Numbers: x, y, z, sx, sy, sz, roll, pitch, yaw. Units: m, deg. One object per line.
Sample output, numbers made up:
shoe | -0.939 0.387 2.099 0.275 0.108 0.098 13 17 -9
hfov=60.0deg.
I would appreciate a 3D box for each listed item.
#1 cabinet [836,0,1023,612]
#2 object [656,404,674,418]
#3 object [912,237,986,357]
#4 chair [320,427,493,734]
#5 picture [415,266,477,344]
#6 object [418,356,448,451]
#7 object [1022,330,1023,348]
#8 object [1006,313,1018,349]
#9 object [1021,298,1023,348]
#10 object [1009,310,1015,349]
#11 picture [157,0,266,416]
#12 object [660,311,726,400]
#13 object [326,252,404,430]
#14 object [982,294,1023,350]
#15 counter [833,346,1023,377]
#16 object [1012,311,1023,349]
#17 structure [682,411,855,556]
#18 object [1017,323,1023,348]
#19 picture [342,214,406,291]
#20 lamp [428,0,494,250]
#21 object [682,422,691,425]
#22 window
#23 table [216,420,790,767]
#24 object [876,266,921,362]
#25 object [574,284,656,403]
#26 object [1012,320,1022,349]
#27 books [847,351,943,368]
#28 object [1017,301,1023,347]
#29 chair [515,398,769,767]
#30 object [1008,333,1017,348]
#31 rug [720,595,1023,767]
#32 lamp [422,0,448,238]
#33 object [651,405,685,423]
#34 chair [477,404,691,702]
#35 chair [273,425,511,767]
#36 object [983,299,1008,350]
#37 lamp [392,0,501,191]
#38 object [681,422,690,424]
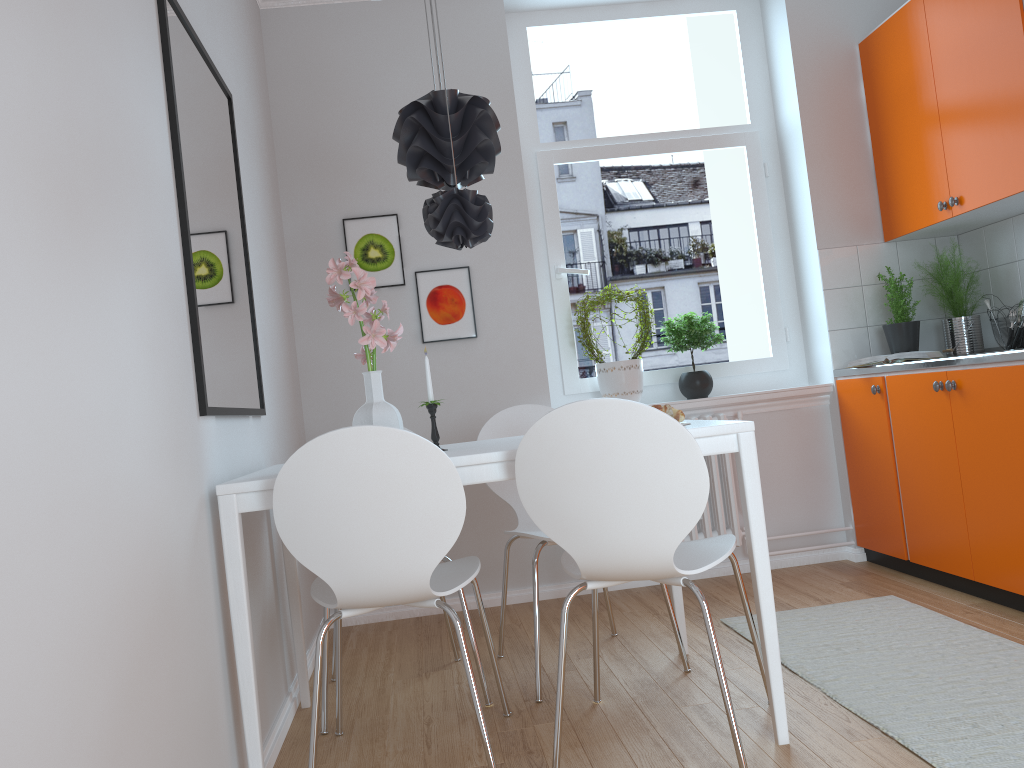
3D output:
cabinet | 1.893 -0.462 2.486 0.700 2.350 3.125 -6 -2 -6
object | 0.383 0.085 2.320 0.075 0.059 0.060 -7 -2 16
object | 1.919 -0.380 3.839 0.281 0.512 0.327 -6 -2 -10
chair | -0.412 0.559 2.903 0.502 0.871 0.648 -6 -2 -11
picture | -0.295 -0.354 3.959 0.244 0.322 0.017 -6 -2 -5
object | -0.226 0.039 2.456 0.080 0.298 0.078 -8 -2 35
object | 2.056 -0.230 3.542 0.020 0.166 0.055 -5 -2 -29
object | 2.048 -0.217 3.629 0.108 0.146 0.019 -6 -2 -24
object | 2.090 -0.251 3.630 0.054 0.203 0.026 -6 -2 -22
object | 2.057 -0.226 3.648 0.069 0.163 0.021 -5 -3 -36
picture | -0.820 -0.434 2.476 0.017 1.053 0.802 -6 -2 -6
object | 0.833 -0.135 4.095 0.314 0.407 0.268 -8 -3 45
object | -0.402 -0.081 2.480 0.182 0.580 0.176 -7 -2 21
object | 2.040 -0.264 3.590 0.171 0.244 0.334 -6 -2 -28
counter | 1.951 -0.111 2.475 0.676 0.132 3.124 -6 -1 -6
object | 2.035 -0.224 3.549 0.020 0.158 0.079 -5 -3 -38
structure | 1.048 0.447 3.995 1.651 0.661 0.206 -6 -2 -5
object | 2.058 -0.228 3.567 0.071 0.163 0.020 -7 -2 -1
picture | -0.614 -0.586 3.945 0.244 0.322 0.017 -6 -2 -5
lamp | -0.213 -1.104 2.365 0.170 1.506 0.168 -7 -2 11
object | 0.391 0.114 2.358 0.169 0.005 0.164 -8 -2 37
window | 0.686 -0.881 4.228 1.278 1.930 0.111 -6 -2 -5
table | -0.048 0.557 2.473 1.270 0.771 0.836 -6 -2 -5
object | 1.699 -0.310 3.880 0.157 0.432 0.190 -7 -2 18
object | 0.478 -0.178 4.063 0.381 0.574 0.219 -6 -2 -24
object | 2.065 -0.224 3.607 0.085 0.153 0.020 -7 -2 2
books | 1.605 -0.108 3.717 0.347 0.040 0.228 -8 -2 40
object | 2.075 -0.244 3.621 0.086 0.192 0.025 -5 -3 -39
chair | 0.321 0.458 2.183 0.509 0.871 0.639 -7 -2 19
object | 2.068 -0.247 3.587 0.132 0.199 0.076 -6 -2 -25
rug | 1.176 0.798 2.445 0.675 0.009 1.683 -6 -1 -6
lamp | -0.276 -1.207 2.842 0.168 1.506 0.170 -6 -2 -14
object | 0.391 0.085 2.374 0.131 0.060 0.070 -6 -2 -5
chair | 0.174 0.493 2.978 0.500 0.871 0.650 -6 -2 -16
chair | -0.296 0.530 2.223 0.504 0.871 0.645 -7 -2 -1
object | 1.990 -0.245 3.647 0.018 0.218 0.099 -6 -2 -6
lamp | -0.243 -1.198 2.543 0.299 1.295 0.291 -8 -3 41
object | 0.394 0.112 2.355 0.121 0.005 0.121 -6 -1 -25
